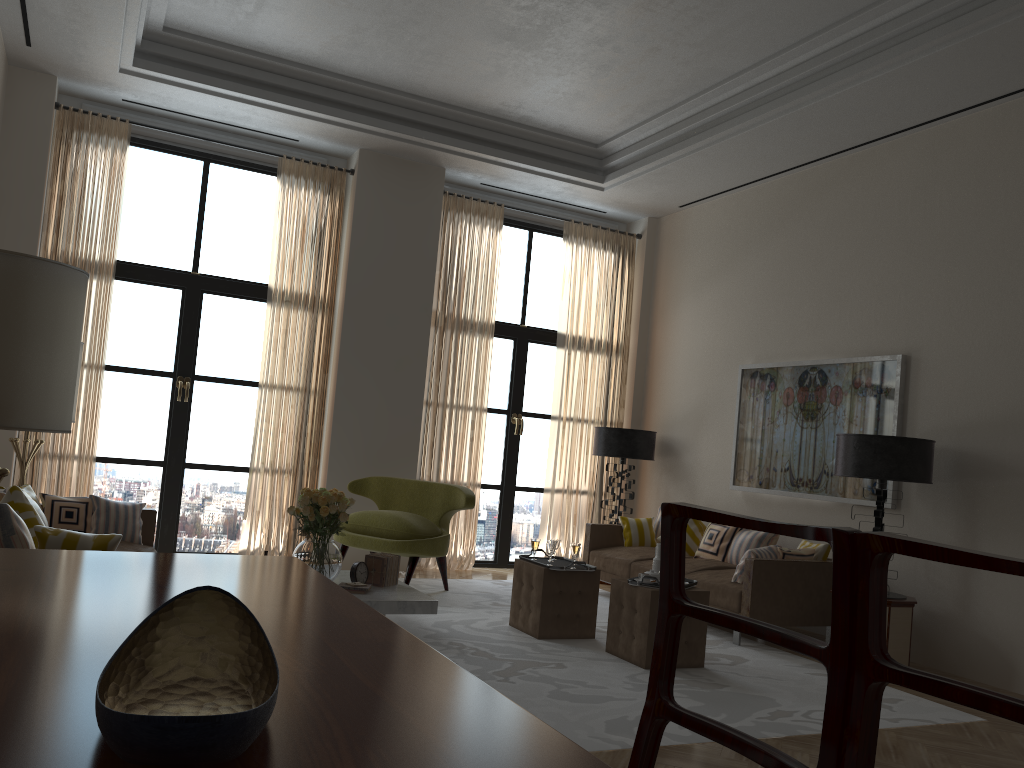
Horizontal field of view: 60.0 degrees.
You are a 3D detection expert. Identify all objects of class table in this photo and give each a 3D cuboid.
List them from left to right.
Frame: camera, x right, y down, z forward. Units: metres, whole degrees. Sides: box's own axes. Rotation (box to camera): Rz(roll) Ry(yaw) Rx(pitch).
[{"bbox_3d":[-1.027,1.161,2.025,1.802,1.025,3.802,7,-5,-26],"label":"table"},{"bbox_3d":[-1.645,1.851,7.468,1.586,0.342,1.501,7,-5,-26],"label":"table"}]

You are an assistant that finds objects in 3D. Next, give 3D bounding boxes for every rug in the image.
[{"bbox_3d":[-0.351,2.118,7.646,5.525,0.065,5.733,7,-5,-26],"label":"rug"}]

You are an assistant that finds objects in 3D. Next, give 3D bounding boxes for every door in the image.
[{"bbox_3d":[-3.752,-0.341,10.291,3.262,4.761,0.240,7,-3,-26],"label":"door"},{"bbox_3d":[0.087,0.148,12.166,3.090,4.761,0.240,7,-3,-26],"label":"door"}]

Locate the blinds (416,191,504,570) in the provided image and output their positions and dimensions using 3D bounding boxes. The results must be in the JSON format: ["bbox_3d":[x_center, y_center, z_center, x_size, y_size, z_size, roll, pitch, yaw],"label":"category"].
[{"bbox_3d":[-0.733,0.012,11.517,0.961,4.867,0.419,6,-3,-24],"label":"blinds"}]

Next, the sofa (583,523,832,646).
[{"bbox_3d":[2.099,2.124,9.686,1.353,0.818,2.980,7,-5,-26],"label":"sofa"}]

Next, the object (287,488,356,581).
[{"bbox_3d":[-1.587,1.281,7.433,0.540,0.820,0.627,7,-4,-30],"label":"object"}]

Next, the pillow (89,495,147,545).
[{"bbox_3d":[-3.275,1.149,7.356,0.499,0.427,0.327,8,-4,-38],"label":"pillow"}]

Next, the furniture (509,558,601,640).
[{"bbox_3d":[0.381,1.937,8.019,0.614,0.615,0.614,7,-4,-26],"label":"furniture"}]

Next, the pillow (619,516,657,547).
[{"bbox_3d":[1.552,1.827,10.807,0.483,0.432,0.318,6,-3,-16],"label":"pillow"}]

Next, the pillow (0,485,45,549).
[{"bbox_3d":[-3.002,0.928,5.408,0.766,0.616,0.356,4,-3,18],"label":"pillow"}]

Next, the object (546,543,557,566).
[{"bbox_3d":[0.340,1.512,7.852,0.098,0.191,0.098,5,-3,0],"label":"object"}]

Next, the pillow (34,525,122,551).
[{"bbox_3d":[-2.485,1.026,5.051,0.483,0.432,0.318,6,-3,-16],"label":"pillow"}]

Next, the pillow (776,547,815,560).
[{"bbox_3d":[2.681,1.786,8.627,0.465,0.411,0.304,7,-4,-28],"label":"pillow"}]

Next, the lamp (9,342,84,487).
[{"bbox_3d":[-4.524,0.686,8.230,0.767,2.251,0.769,4,-3,27],"label":"lamp"}]

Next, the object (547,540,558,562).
[{"bbox_3d":[0.365,1.539,8.169,0.098,0.191,0.098,7,-3,-26],"label":"object"}]

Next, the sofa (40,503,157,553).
[{"bbox_3d":[-3.091,1.387,6.141,1.353,0.818,2.980,7,-5,-26],"label":"sofa"}]

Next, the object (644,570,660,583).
[{"bbox_3d":[1.157,1.584,7.342,0.176,0.105,0.136,7,-4,-30],"label":"object"}]

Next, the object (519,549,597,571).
[{"bbox_3d":[0.409,1.591,8.030,0.491,0.092,0.802,7,-5,-26],"label":"object"}]

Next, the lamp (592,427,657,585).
[{"bbox_3d":[1.420,1.608,11.748,0.830,2.015,0.830,6,-3,-21],"label":"lamp"}]

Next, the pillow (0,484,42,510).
[{"bbox_3d":[-3.875,1.040,7.005,0.296,0.475,0.516,5,-4,-4],"label":"pillow"}]

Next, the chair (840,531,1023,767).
[{"bbox_3d":[0.484,0.997,1.344,0.879,1.503,0.656,7,-3,-26],"label":"chair"}]

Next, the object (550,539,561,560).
[{"bbox_3d":[0.400,1.552,8.308,0.098,0.191,0.098,4,-3,21],"label":"object"}]

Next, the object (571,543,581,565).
[{"bbox_3d":[0.577,1.553,8.107,0.098,0.191,0.098,5,-3,0],"label":"object"}]

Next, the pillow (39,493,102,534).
[{"bbox_3d":[-3.618,1.112,7.228,0.465,0.411,0.304,7,-4,-28],"label":"pillow"}]

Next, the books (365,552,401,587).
[{"bbox_3d":[-1.134,1.612,7.711,0.210,0.264,0.282,4,-4,24],"label":"books"}]

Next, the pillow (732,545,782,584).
[{"bbox_3d":[2.339,1.742,8.500,0.499,0.427,0.327,8,-4,-38],"label":"pillow"}]

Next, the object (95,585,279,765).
[{"bbox_3d":[-0.635,0.576,1.766,0.331,0.164,1.084,6,-4,-15],"label":"object"}]

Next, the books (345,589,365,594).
[{"bbox_3d":[-1.299,1.682,7.251,0.197,0.024,0.256,6,-4,-8],"label":"books"}]

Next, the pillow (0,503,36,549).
[{"bbox_3d":[-2.899,0.924,5.016,0.623,0.575,0.356,2,-5,43],"label":"pillow"}]

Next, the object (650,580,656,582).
[{"bbox_3d":[1.135,1.591,7.138,0.052,0.027,0.080,4,-4,21],"label":"object"}]

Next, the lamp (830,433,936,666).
[{"bbox_3d":[3.272,1.486,7.944,0.831,2.015,0.830,7,-3,-25],"label":"lamp"}]

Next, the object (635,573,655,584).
[{"bbox_3d":[1.080,1.570,7.172,0.176,0.067,0.176,2,-5,40],"label":"object"}]

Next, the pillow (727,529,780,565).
[{"bbox_3d":[2.566,1.855,9.637,0.371,0.565,0.659,7,-4,-30],"label":"pillow"}]

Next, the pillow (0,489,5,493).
[{"bbox_3d":[-3.504,1.048,6.218,0.371,0.565,0.659,7,-4,-30],"label":"pillow"}]

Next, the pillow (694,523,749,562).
[{"bbox_3d":[2.351,1.796,9.956,0.404,0.546,0.617,7,-4,-23],"label":"pillow"}]

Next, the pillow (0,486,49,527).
[{"bbox_3d":[-3.277,0.981,5.905,0.404,0.546,0.617,7,-4,-23],"label":"pillow"}]

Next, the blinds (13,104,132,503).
[{"bbox_3d":[-4.749,-0.493,9.555,0.781,4.880,0.419,6,-3,-24],"label":"blinds"}]

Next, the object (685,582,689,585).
[{"bbox_3d":[1.381,1.624,7.348,0.176,0.067,0.176,7,-5,-27],"label":"object"}]

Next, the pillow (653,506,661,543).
[{"bbox_3d":[1.977,1.807,10.848,0.623,0.575,0.356,2,-5,43],"label":"pillow"}]

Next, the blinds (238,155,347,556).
[{"bbox_3d":[-2.609,-0.227,10.599,0.875,4.867,0.418,6,-3,-23],"label":"blinds"}]

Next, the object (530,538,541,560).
[{"bbox_3d":[0.210,1.525,8.174,0.098,0.191,0.098,8,-4,-43],"label":"object"}]

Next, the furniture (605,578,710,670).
[{"bbox_3d":[1.187,1.952,7.266,0.614,0.615,0.614,7,-4,-26],"label":"furniture"}]

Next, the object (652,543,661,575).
[{"bbox_3d":[1.247,1.503,7.485,0.113,0.305,0.126,5,-3,11],"label":"object"}]

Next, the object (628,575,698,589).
[{"bbox_3d":[1.246,1.600,7.293,0.440,0.101,0.722,3,-5,28],"label":"object"}]

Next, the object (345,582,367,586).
[{"bbox_3d":[-1.277,1.640,7.270,0.139,0.019,0.137,9,-6,-42],"label":"object"}]

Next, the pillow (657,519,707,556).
[{"bbox_3d":[2.083,1.770,10.458,0.766,0.616,0.356,4,-3,18],"label":"pillow"}]

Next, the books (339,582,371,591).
[{"bbox_3d":[-1.288,1.659,7.258,0.255,0.026,0.202,5,-4,-1],"label":"books"}]

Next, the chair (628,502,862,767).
[{"bbox_3d":[0.190,1.014,1.921,0.879,1.503,0.656,7,-3,-26],"label":"chair"}]

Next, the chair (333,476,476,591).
[{"bbox_3d":[-1.301,1.642,9.621,1.789,1.212,1.031,3,-4,32],"label":"chair"}]

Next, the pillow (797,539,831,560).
[{"bbox_3d":[2.943,1.795,8.854,0.296,0.475,0.516,5,-4,-4],"label":"pillow"}]

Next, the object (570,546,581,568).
[{"bbox_3d":[0.551,1.526,7.781,0.098,0.191,0.098,7,-3,-26],"label":"object"}]

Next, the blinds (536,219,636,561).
[{"bbox_3d":[1.034,0.237,12.378,1.243,4.867,0.418,6,-3,-24],"label":"blinds"}]

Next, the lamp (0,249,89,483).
[{"bbox_3d":[-2.476,0.553,4.041,0.767,2.251,0.769,3,-3,30],"label":"lamp"}]

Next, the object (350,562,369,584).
[{"bbox_3d":[-1.292,1.610,7.517,0.082,0.209,0.205,4,-4,25],"label":"object"}]

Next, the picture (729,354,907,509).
[{"bbox_3d":[3.185,0.484,9.491,0.080,1.478,2.267,7,-4,-27],"label":"picture"}]
